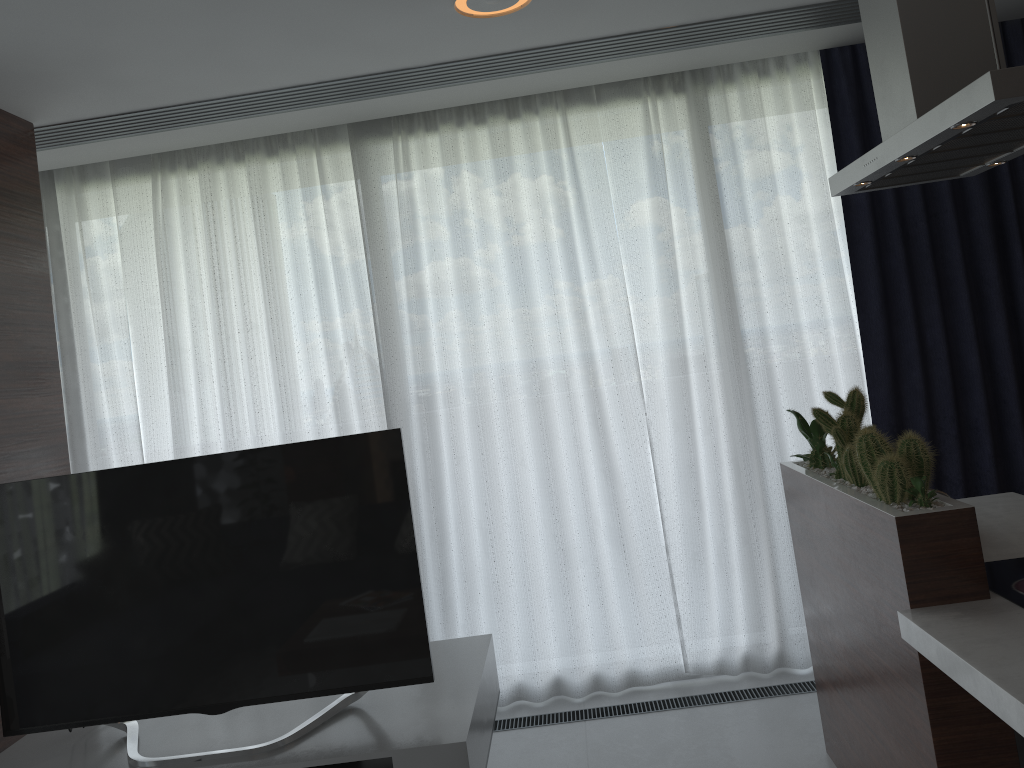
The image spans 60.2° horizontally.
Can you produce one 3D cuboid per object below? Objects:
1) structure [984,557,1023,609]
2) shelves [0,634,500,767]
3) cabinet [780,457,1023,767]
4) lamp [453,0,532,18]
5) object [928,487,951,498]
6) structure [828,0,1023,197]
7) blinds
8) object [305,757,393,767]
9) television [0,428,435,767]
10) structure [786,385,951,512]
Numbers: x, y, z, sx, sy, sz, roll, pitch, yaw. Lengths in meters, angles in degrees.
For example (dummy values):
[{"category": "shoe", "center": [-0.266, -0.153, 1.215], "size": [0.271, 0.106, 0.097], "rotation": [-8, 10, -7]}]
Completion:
[{"category": "structure", "center": [1.328, 0.449, 1.832], "size": [0.504, 0.057, 0.762], "rotation": [-8, 1, 3]}, {"category": "shelves", "center": [-1.218, 1.297, 2.685], "size": [2.347, 0.501, 0.871], "rotation": [-8, 0, 3]}, {"category": "cabinet", "center": [1.140, -0.045, 1.370], "size": [0.786, 2.561, 3.327], "rotation": [-8, -1, 3]}, {"category": "lamp", "center": [2.018, -1.408, 0.571], "size": [9.605, 0.085, 5.320], "rotation": [-8, 1, -11]}, {"category": "object", "center": [1.202, 0.366, 2.683], "size": [0.221, 0.145, 0.343], "rotation": [-8, 0, 3]}, {"category": "structure", "center": [1.141, -0.977, 2.271], "size": [0.446, 0.763, 1.042], "rotation": [-8, -1, 3]}, {"category": "blinds", "center": [-0.797, 0.139, 0.472], "size": [5.789, 2.784, 7.129], "rotation": [-8, 1, 7]}, {"category": "object", "center": [-0.518, 1.098, 2.395], "size": [0.430, 0.053, 0.335], "rotation": [-8, 1, 3]}, {"category": "television", "center": [-0.864, 0.599, 2.505], "size": [1.229, 0.790, 0.296], "rotation": [-8, -3, 3]}, {"category": "structure", "center": [0.948, 0.152, 2.496], "size": [0.222, 0.287, 0.999], "rotation": [-8, 1, 6]}]
